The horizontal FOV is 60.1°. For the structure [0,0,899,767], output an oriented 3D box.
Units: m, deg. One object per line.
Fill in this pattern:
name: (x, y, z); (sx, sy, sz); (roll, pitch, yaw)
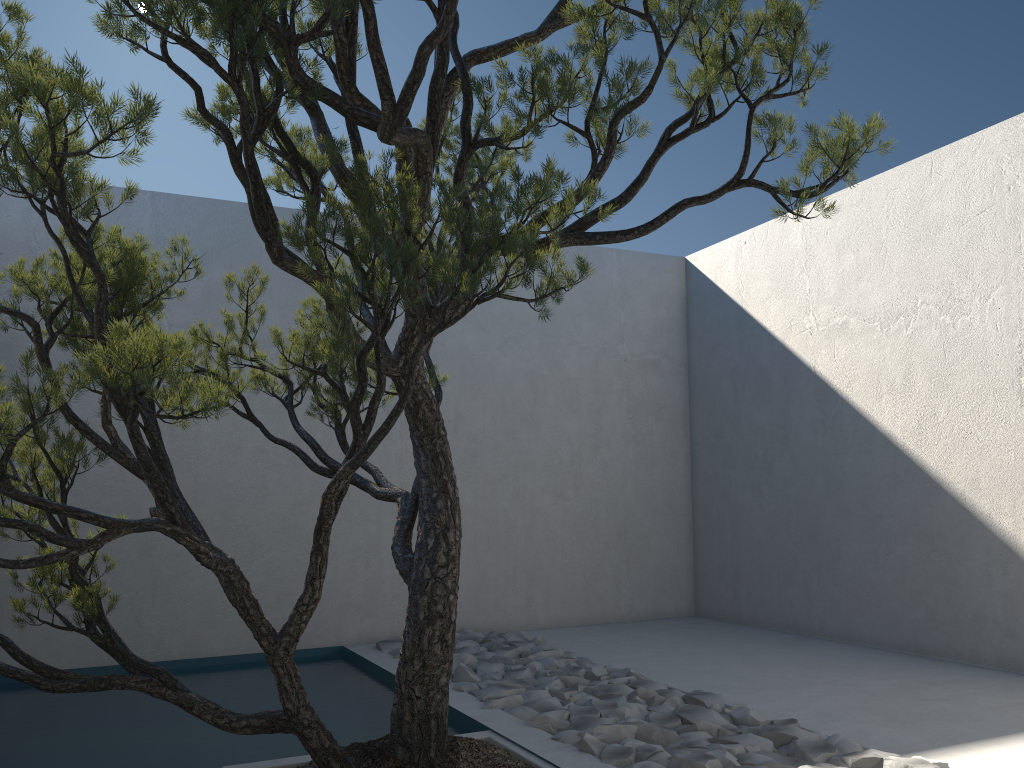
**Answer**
structure: (-0.523, -0.255, 2.523); (2.589, 3.451, 2.532); (2, -6, -32)
